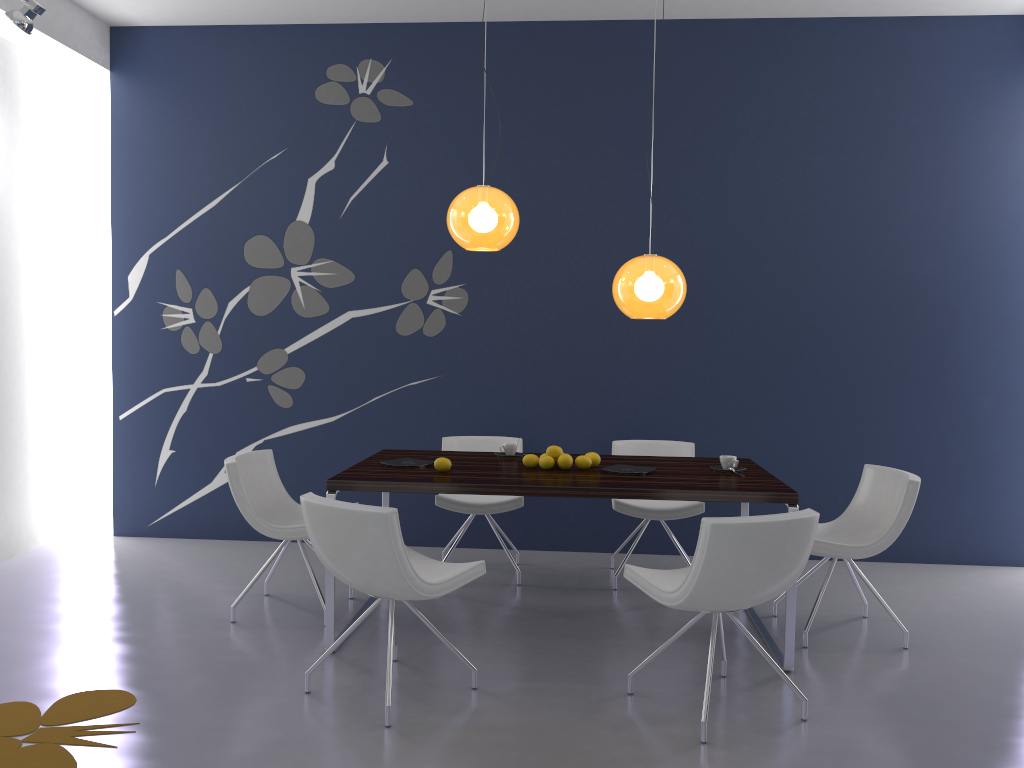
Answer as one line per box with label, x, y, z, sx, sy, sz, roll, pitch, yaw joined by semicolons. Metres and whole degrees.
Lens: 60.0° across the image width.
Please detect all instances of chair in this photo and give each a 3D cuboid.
chair;0.804;0.854;3.409;0.508;0.805;0.620;0;3;-25
chair;1.632;0.820;4.357;0.620;0.805;0.508;1;3;-1
chair;-1.141;0.767;4.574;0.620;0.805;0.508;1;3;4
chair;0.847;0.763;5.277;0.508;0.805;0.620;1;3;4
chair;-0.190;0.743;5.359;0.508;0.805;0.620;1;3;-1
chair;-0.491;0.829;3.520;0.508;0.805;0.620;3;4;39

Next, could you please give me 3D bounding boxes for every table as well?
table;0.236;0.808;4.416;2.046;0.783;1.127;1;3;4

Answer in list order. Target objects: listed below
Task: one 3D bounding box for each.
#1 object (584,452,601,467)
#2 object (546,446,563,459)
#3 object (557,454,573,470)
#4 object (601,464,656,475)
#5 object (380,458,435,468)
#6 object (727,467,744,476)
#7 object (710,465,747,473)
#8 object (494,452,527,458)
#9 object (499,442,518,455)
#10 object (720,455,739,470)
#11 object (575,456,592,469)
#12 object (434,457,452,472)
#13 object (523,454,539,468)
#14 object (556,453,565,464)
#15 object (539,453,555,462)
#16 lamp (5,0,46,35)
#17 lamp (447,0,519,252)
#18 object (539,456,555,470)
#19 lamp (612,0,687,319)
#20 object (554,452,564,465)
object;0.399;0.379;4.435;0.079;0.077;0.094;0;3;-22
object;0.210;0.337;4.373;0.083;0.068;0.070;1;3;8
object;0.260;0.380;4.335;0.076;0.080;0.094;1;3;6
object;0.565;0.419;4.300;0.232;0.020;0.232;3;3;33
object;-0.519;0.396;4.417;0.232;0.020;0.232;3;3;33
object;1.079;0.420;4.274;0.032;0.028;0.155;0;3;-15
object;1.068;0.422;4.387;0.154;0.020;0.154;-1;4;-39
object;-0.009;0.385;4.807;0.154;0.020;0.154;-2;4;-41
object;-0.014;0.354;4.797;0.081;0.064;0.101;2;3;29
object;1.077;0.391;4.381;0.101;0.064;0.081;3;3;30
object;0.352;0.386;4.364;0.083;0.068;0.070;1;3;8
object;-0.328;0.383;4.211;0.083;0.068;0.070;1;3;8
object;0.095;0.381;4.389;0.083;0.068;0.070;1;3;8
object;0.258;0.380;4.419;0.081;0.071;0.069;0;3;-18
object;0.175;0.380;4.425;0.070;0.068;0.083;-1;3;-27
lamp;-2.568;-2.106;4.677;0.185;0.511;0.150;1;3;4
lamp;-0.132;-1.484;4.338;0.358;1.645;0.359;2;3;15
object;0.169;0.384;4.340;0.070;0.068;0.083;-1;3;-27
lamp;0.682;-1.304;4.285;0.359;1.974;0.358;1;3;10
object;0.229;0.373;4.495;0.094;0.077;0.079;-2;4;-42
